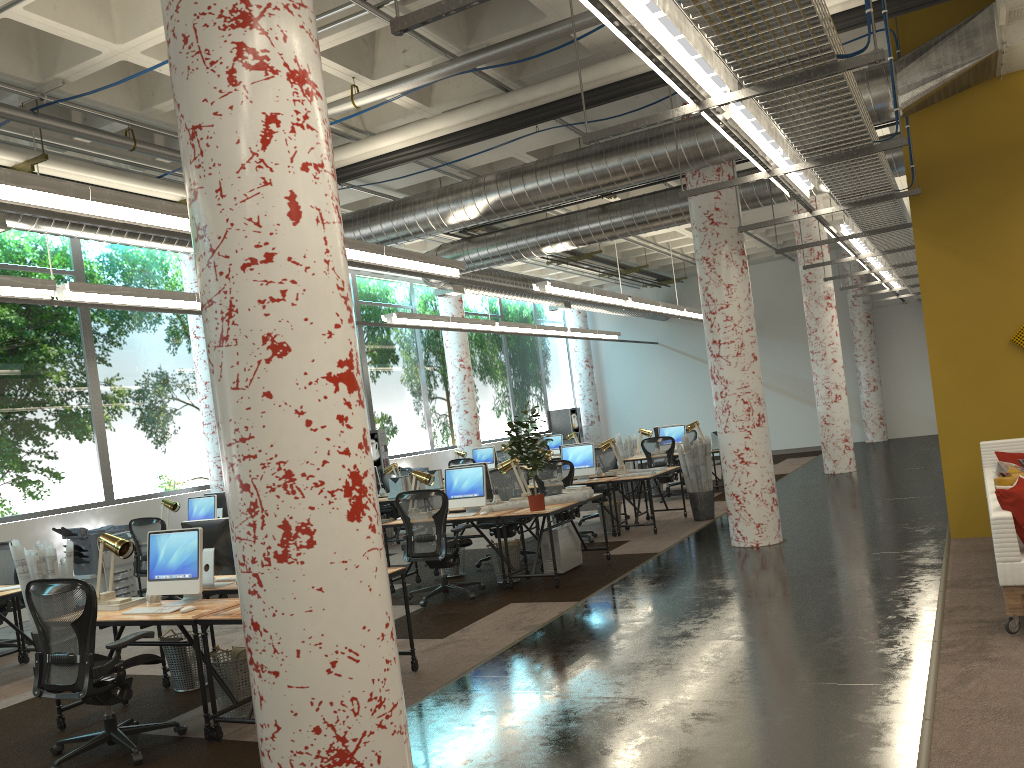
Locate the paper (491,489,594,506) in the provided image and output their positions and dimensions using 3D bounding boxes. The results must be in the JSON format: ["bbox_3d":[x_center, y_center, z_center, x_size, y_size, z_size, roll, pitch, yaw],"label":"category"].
[{"bbox_3d":[0.292,1.195,9.072,1.133,0.082,0.083,-7,-1,-8],"label":"paper"}]

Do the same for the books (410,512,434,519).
[{"bbox_3d":[-0.955,1.389,9.342,0.309,0.038,0.225,-9,-3,27],"label":"books"}]

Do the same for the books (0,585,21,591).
[{"bbox_3d":[-4.414,1.801,7.830,0.243,0.019,0.206,-6,-3,-25],"label":"books"}]

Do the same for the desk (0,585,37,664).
[{"bbox_3d":[-5.193,2.269,7.705,1.946,0.724,1.398,-8,-2,27],"label":"desk"}]

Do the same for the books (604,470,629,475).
[{"bbox_3d":[1.464,1.231,12.336,0.309,0.038,0.225,-9,-3,27],"label":"books"}]

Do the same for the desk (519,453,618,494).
[{"bbox_3d":[1.266,1.988,20.251,1.946,0.724,1.398,-8,-2,27],"label":"desk"}]

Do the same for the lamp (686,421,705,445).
[{"bbox_3d":[3.377,0.955,15.799,0.218,0.611,0.529,-8,0,-43],"label":"lamp"}]

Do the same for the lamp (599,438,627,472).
[{"bbox_3d":[1.469,1.048,12.311,0.208,0.611,0.529,-8,0,-43],"label":"lamp"}]

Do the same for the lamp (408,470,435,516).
[{"bbox_3d":[-1.009,1.215,9.360,0.218,0.611,0.529,-8,0,-43],"label":"lamp"}]

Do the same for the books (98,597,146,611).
[{"bbox_3d":[-2.659,1.482,5.967,0.309,0.038,0.225,-9,-3,27],"label":"books"}]

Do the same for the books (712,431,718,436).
[{"bbox_3d":[3.502,0.942,14.858,0.234,0.310,0.068,-8,0,27],"label":"books"}]

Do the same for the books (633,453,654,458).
[{"bbox_3d":[2.325,1.265,15.638,0.309,0.038,0.225,-9,-3,27],"label":"books"}]

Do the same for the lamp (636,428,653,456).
[{"bbox_3d":[2.270,1.091,15.656,0.218,0.611,0.529,-8,0,-43],"label":"lamp"}]

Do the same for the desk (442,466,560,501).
[{"bbox_3d":[-0.217,2.053,17.370,1.946,0.724,1.398,-8,-2,27],"label":"desk"}]

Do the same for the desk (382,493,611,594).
[{"bbox_3d":[-0.147,1.670,9.320,1.946,0.724,1.398,-8,-2,27],"label":"desk"}]

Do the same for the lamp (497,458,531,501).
[{"bbox_3d":[0.094,1.079,9.500,0.208,0.611,0.529,-8,0,-43],"label":"lamp"}]

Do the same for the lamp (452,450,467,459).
[{"bbox_3d":[-1.080,1.598,17.410,0.218,0.611,0.529,-8,0,-43],"label":"lamp"}]

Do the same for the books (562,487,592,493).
[{"bbox_3d":[0.692,1.130,9.443,0.192,0.044,0.258,-5,-3,-45],"label":"books"}]

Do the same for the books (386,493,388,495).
[{"bbox_3d":[-1.802,1.726,14.039,0.309,0.038,0.225,-9,-3,27],"label":"books"}]

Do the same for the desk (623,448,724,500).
[{"bbox_3d":[3.132,1.546,15.615,1.946,0.724,1.398,-8,-2,27],"label":"desk"}]

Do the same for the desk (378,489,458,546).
[{"bbox_3d":[-2.038,2.132,13.834,1.946,0.724,1.398,-8,-2,27],"label":"desk"}]

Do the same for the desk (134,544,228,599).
[{"bbox_3d":[-3.465,2.194,11.062,1.946,0.724,1.398,-8,-2,27],"label":"desk"}]

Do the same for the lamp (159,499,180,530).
[{"bbox_3d":[-4.327,1.740,11.103,0.218,0.611,0.529,-8,0,-43],"label":"lamp"}]

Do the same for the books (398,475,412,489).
[{"bbox_3d":[-1.601,1.526,13.207,0.234,0.310,0.068,-8,0,27],"label":"books"}]

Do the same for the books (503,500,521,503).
[{"bbox_3d":[0.089,1.263,9.525,0.309,0.038,0.225,-9,-3,27],"label":"books"}]

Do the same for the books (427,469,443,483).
[{"bbox_3d":[-1.206,1.509,13.973,0.234,0.310,0.068,-8,0,27],"label":"books"}]

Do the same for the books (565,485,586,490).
[{"bbox_3d":[0.680,1.099,9.430,0.185,0.030,0.152,-8,-3,25],"label":"books"}]

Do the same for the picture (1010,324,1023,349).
[{"bbox_3d":[4.709,-0.430,7.945,0.425,0.424,0.047,-8,0,27],"label":"picture"}]

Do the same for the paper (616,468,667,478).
[{"bbox_3d":[1.718,1.168,11.707,0.569,0.061,0.624,-8,-3,25],"label":"paper"}]

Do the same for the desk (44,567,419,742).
[{"bbox_3d":[-1.851,1.762,5.944,1.946,0.724,1.398,-8,-2,27],"label":"desk"}]

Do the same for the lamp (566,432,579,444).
[{"bbox_3d":[1.511,1.398,20.435,0.218,0.611,0.529,-8,0,-43],"label":"lamp"}]

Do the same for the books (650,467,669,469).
[{"bbox_3d":[2.007,1.170,12.255,0.243,0.019,0.206,-6,-3,-25],"label":"books"}]

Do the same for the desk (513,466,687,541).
[{"bbox_3d":[1.228,1.638,12.130,1.946,0.724,1.398,-8,-2,27],"label":"desk"}]

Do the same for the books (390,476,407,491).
[{"bbox_3d":[-1.668,1.529,13.076,0.234,0.310,0.068,-8,0,27],"label":"books"}]

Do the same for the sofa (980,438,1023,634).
[{"bbox_3d":[4.351,0.852,5.955,2.023,0.931,2.849,-8,-2,27],"label":"sofa"}]

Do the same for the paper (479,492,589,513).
[{"bbox_3d":[0.215,1.198,8.923,1.134,0.082,0.083,-7,-1,2],"label":"paper"}]

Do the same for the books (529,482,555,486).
[{"bbox_3d":[0.420,1.357,12.153,0.309,0.038,0.225,-9,-3,27],"label":"books"}]

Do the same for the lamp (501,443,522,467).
[{"bbox_3d":[0.027,1.462,17.554,0.218,0.611,0.529,-8,0,-43],"label":"lamp"}]

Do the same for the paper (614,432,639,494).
[{"bbox_3d":[2.163,1.473,16.567,0.441,1.198,0.412,-7,0,5],"label":"paper"}]

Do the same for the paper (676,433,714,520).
[{"bbox_3d":[2.493,1.228,11.920,0.441,1.198,0.412,-7,0,5],"label":"paper"}]

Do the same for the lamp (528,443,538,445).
[{"bbox_3d":[0.404,1.534,20.292,0.218,0.611,0.529,-8,0,-43],"label":"lamp"}]

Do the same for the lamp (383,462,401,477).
[{"bbox_3d":[-1.793,1.542,14.018,0.218,0.611,0.529,-8,0,-43],"label":"lamp"}]

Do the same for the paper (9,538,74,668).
[{"bbox_3d":[-3.929,1.859,7.495,0.441,1.198,0.412,-7,0,5],"label":"paper"}]

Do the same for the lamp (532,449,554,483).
[{"bbox_3d":[0.369,1.183,12.174,0.208,0.611,0.529,-8,0,-43],"label":"lamp"}]
